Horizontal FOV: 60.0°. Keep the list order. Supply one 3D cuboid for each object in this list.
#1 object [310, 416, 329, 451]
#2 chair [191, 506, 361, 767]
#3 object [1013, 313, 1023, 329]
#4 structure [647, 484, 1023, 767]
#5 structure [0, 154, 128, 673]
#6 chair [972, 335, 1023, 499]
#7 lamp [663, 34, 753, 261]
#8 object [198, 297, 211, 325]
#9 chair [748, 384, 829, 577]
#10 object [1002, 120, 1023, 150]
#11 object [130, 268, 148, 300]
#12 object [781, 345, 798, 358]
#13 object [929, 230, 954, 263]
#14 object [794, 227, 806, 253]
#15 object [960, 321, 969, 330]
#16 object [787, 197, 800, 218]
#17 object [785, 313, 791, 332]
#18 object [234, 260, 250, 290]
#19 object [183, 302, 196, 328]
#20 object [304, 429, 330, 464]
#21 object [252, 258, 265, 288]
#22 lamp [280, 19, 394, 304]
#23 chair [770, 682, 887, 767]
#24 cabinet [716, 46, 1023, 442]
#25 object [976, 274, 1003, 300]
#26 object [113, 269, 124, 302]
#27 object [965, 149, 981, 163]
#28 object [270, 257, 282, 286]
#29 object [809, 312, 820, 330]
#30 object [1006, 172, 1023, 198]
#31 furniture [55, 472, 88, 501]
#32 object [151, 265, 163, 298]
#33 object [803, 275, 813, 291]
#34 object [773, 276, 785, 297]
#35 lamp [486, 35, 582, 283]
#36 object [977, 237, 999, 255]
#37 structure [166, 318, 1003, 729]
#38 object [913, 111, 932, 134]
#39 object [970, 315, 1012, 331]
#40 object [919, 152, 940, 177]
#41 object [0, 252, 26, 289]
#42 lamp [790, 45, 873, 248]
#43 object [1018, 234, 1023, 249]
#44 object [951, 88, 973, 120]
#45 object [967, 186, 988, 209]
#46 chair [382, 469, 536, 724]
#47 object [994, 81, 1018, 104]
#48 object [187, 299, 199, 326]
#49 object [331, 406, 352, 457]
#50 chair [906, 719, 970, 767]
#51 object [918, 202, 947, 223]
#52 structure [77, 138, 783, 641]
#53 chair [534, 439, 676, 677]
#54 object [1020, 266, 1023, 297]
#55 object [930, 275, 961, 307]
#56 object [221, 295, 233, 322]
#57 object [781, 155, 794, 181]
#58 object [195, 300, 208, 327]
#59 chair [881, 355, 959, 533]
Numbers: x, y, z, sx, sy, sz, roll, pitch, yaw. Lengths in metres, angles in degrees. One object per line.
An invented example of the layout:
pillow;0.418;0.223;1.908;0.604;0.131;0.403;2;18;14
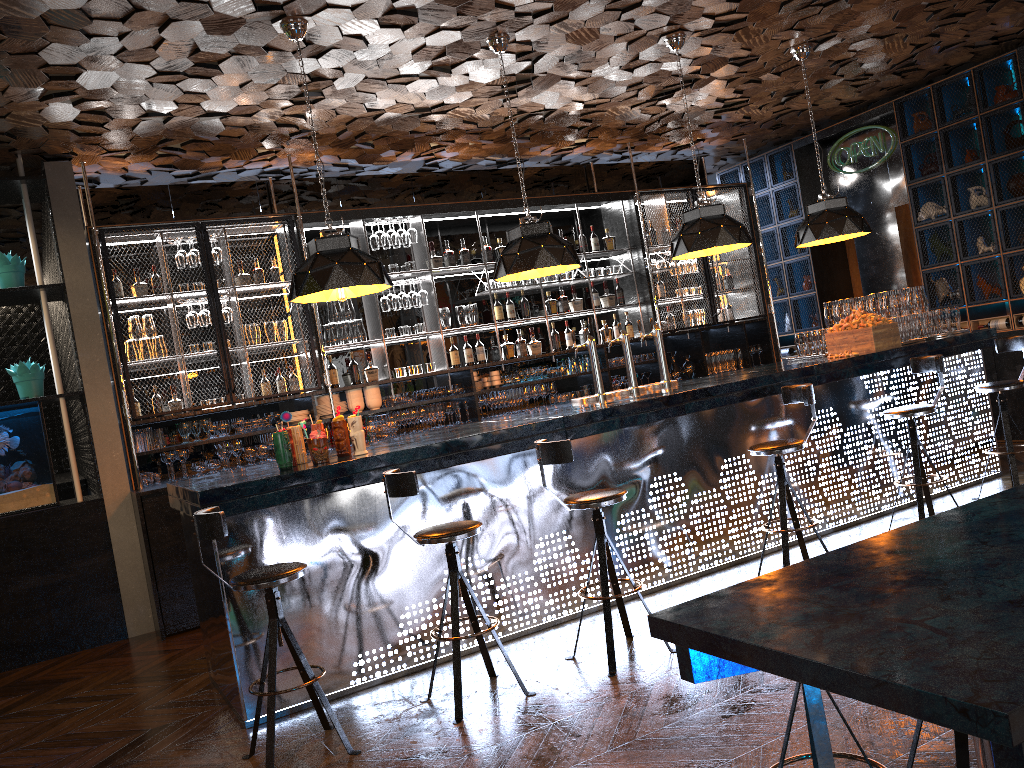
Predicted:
object;-1.065;0.290;4.901;0.080;0.254;0.091;-10;1;-26
chair;-1.024;1.049;3.777;0.476;1.108;0.419;-10;1;-28
object;4.793;-0.599;8.058;0.123;0.132;0.396;-10;1;-27
structure;2.629;0.497;2.456;4.941;0.998;0.673;-10;1;-28
structure;-5.168;0.397;5.830;4.269;3.734;0.705;-10;1;-28
chair;3.500;0.236;6.255;0.476;1.108;0.419;-10;1;-18
lamp;1.309;-1.726;6.403;0.582;1.564;0.607;-10;1;-28
object;-2.503;-0.594;7.222;0.081;0.213;0.081;-10;1;-22
chair;1.584;0.582;5.090;0.476;1.108;0.419;-10;1;-13
object;4.599;-2.254;8.084;0.114;0.290;0.249;-10;1;-28
object;-2.975;-0.799;7.066;0.108;0.244;0.108;-10;1;-39
object;3.380;-0.399;10.780;0.123;0.132;0.396;-10;1;-28
object;4.322;-1.374;8.871;0.167;0.356;0.255;-10;1;-23
object;3.427;-1.679;10.450;0.198;0.358;0.116;-9;1;32
object;4.396;-0.541;8.817;0.122;0.133;0.396;-10;1;-28
object;3.342;-2.069;10.404;0.097;0.290;0.290;-10;1;-30
object;3.428;-0.751;10.868;0.126;0.249;0.253;-9;1;37
object;-2.274;-0.920;7.459;0.108;0.244;0.108;-10;1;-39
object;-2.654;-0.569;7.304;0.081;0.213;0.081;-10;1;-22
object;-1.016;0.318;4.636;0.110;0.191;0.131;-10;1;-16
object;-2.154;-0.943;7.523;0.073;0.246;0.072;-11;1;-43
lamp;-1.107;-1.266;5.087;0.582;1.606;0.607;-10;1;-28
chair;0.769;0.916;2.201;0.419;0.813;0.419;-10;1;-33
cabinet;4.150;-1.146;9.504;0.691;3.514;4.416;-10;1;-28
object;4.567;-0.924;8.488;0.208;0.280;0.131;-9;1;44
object;-3.131;-0.782;7.027;0.075;0.260;0.075;-9;1;21
object;4.421;-2.167;8.491;0.210;0.168;0.105;-10;1;-28
object;-2.028;-0.966;7.591;0.073;0.246;0.072;-10;1;-13
object;3.595;-0.754;10.447;0.107;0.209;0.233;-10;1;-11
object;4.669;-1.802;8.099;0.265;0.239;0.266;-9;1;41
furniture;-9.094;2.354;7.888;9.798;1.137;3.595;-10;1;-28
object;-2.866;-0.829;7.143;0.075;0.261;0.075;-9;1;21
object;3.569;-1.191;10.470;0.278;0.222;0.138;-10;1;2
object;3.343;-1.194;10.824;0.290;0.290;0.097;-10;1;10
lamp;0.041;-1.500;5.852;0.582;1.564;0.607;-10;1;-28
object;4.554;-1.324;8.508;0.096;0.210;0.183;-10;1;-25
structure;0.935;0.385;6.034;6.009;1.685;1.214;-10;1;-28
object;4.132;-2.601;8.831;0.253;0.249;0.126;-9;1;32
object;4.592;-0.569;8.440;0.122;0.132;0.396;-10;1;-28
object;4.179;-2.172;8.855;0.126;0.249;0.253;-10;1;-28
object;-3.739;-0.828;6.587;0.265;0.325;0.245;-10;1;-34
lamp;2.466;-1.935;7.164;0.582;1.564;0.607;-10;1;-28
object;4.738;-1.358;8.122;0.119;0.220;0.212;-11;1;-44
object;4.330;-2.671;8.465;0.152;0.332;0.289;-10;1;-36
object;4.505;-1.779;8.465;0.253;0.249;0.126;-9;1;32
chair;-0.281;0.917;4.104;0.476;1.108;0.419;-10;1;-28
object;4.530;-2.642;8.083;0.138;0.222;0.278;-10;1;-28
object;-2.587;-0.579;7.177;0.081;0.213;0.081;-10;1;-22
object;-0.939;0.258;4.840;0.080;0.277;0.091;-10;1;4
chair;1.297;0.820;2.535;0.419;0.813;0.419;-10;1;-33
object;4.263;-1.729;8.854;0.403;0.221;0.192;-9;1;31
structure;-0.115;-0.417;8.347;6.750;3.553;1.143;-10;1;-28
chair;0.422;0.793;4.348;0.476;1.108;0.419;-10;1;-28
object;4.819;-0.974;8.100;0.164;0.303;0.341;-10;1;-23
object;4.390;-0.937;8.879;0.175;0.351;0.369;-10;1;-23
object;-2.349;-0.621;7.305;0.081;0.213;0.081;-10;1;-22
object;3.252;-2.530;10.425;0.116;0.358;0.198;-10;1;-28
object;-2.570;-0.584;7.350;0.081;0.213;0.081;-10;1;-22
chair;2.619;0.396;5.705;0.476;1.108;0.419;-10;1;-13
